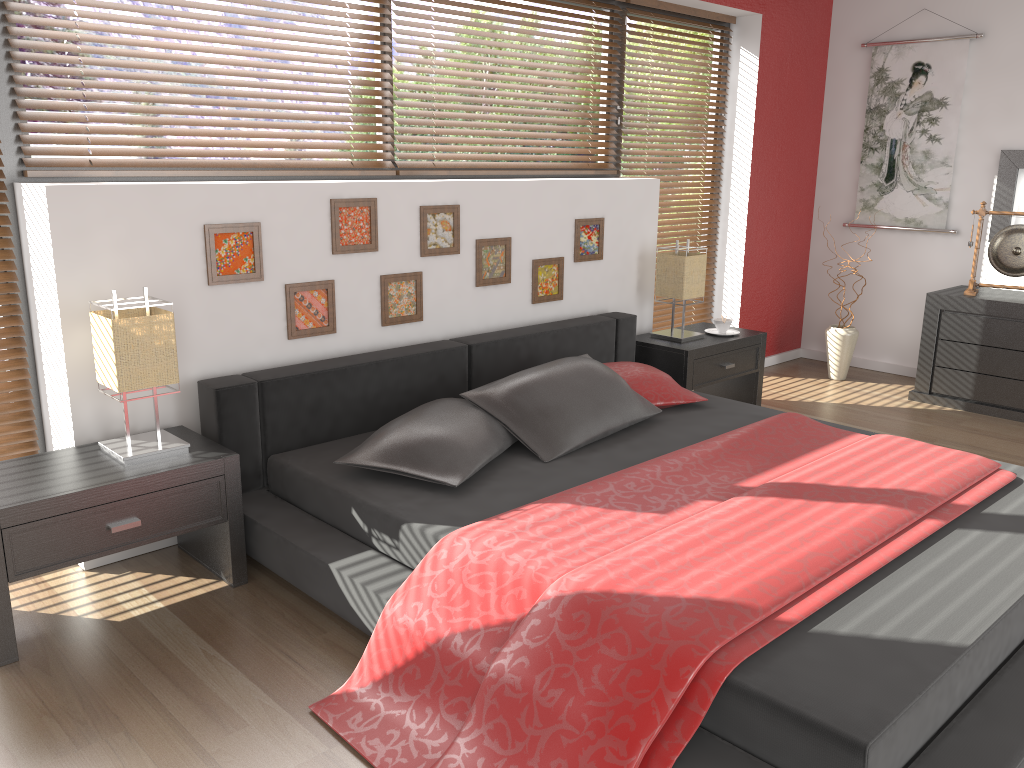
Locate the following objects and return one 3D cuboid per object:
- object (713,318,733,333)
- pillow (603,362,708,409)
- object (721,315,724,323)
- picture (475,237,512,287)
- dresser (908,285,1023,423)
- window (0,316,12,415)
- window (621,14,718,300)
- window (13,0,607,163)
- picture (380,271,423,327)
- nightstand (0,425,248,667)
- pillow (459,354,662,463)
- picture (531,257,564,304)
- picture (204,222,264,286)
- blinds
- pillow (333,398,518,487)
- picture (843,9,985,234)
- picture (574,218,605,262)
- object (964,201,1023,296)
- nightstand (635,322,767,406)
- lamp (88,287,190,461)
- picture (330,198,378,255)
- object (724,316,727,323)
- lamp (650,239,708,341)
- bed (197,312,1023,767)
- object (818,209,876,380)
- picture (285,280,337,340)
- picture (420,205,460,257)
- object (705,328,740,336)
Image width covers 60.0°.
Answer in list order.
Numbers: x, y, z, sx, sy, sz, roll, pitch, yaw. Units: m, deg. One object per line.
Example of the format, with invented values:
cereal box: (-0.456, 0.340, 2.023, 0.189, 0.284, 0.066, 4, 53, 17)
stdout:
object: (1.092, -0.300, 4.598, 0.099, 0.069, 0.099, -4, 15, -18)
pillow: (0.395, 0.014, 3.671, 0.745, 0.172, 0.418, -6, 16, -24)
object: (1.091, -0.338, 4.595, 0.007, 0.007, 0.192, 3, 14, 10)
picture: (-0.079, -0.526, 3.814, 0.200, 0.200, 0.010, -13, 19, -42)
dresser: (3.030, -0.088, 4.495, 0.540, 0.608, 1.740, -13, 19, -42)
window: (-1.951, -0.464, 2.491, 0.889, 1.893, 0.020, -13, 19, -42)
window: (0.874, -1.095, 5.107, 0.889, 1.893, 0.020, -13, 19, -42)
window: (-0.530, -1.306, 3.667, 2.817, 0.786, 0.020, -13, 19, -42)
picture: (-0.435, -0.338, 3.512, 0.200, 0.200, 0.010, -13, 19, -42)
nightstand: (-1.205, 0.436, 2.608, 0.700, 0.423, 0.413, -13, 19, -42)
pillow: (0.203, 0.055, 3.293, 0.386, 0.241, 0.744, 13, 19, 40)
picture: (0.165, -0.476, 4.067, 0.200, 0.200, 0.010, -13, 19, -42)
picture: (-0.936, -0.440, 2.992, 0.200, 0.200, 0.010, -13, 19, -42)
blinds: (-0.493, -0.732, 3.759, 4.840, 1.952, 0.032, -13, 19, -42)
pillow: (-0.228, 0.172, 3.022, 0.418, 0.172, 0.745, 6, 15, 21)
picture: (2.374, -1.557, 5.285, 0.028, 1.270, 0.701, -13, 19, -42)
picture: (0.367, -0.684, 4.211, 0.200, 0.200, 0.010, -13, 19, -42)
object: (2.674, -0.709, 4.694, 0.490, 0.498, 0.173, 9, 17, 30)
nightstand: (0.950, -0.045, 4.604, 0.700, 0.423, 0.413, -13, 19, -42)
lamp: (-1.112, -0.045, 2.630, 0.200, 0.480, 0.200, -13, 19, -42)
picture: (-0.585, -0.588, 3.298, 0.200, 0.200, 0.010, -13, 19, -42)
object: (1.101, -0.333, 4.575, 0.007, 0.007, 0.192, 5, 15, 15)
lamp: (0.841, -0.481, 4.439, 0.200, 0.480, 0.200, -13, 19, -42)
bed: (0.459, 0.330, 2.792, 2.469, 0.577, 2.413, -13, 19, -42)
object: (1.967, -0.527, 5.307, 0.364, 1.035, 0.422, 6, 15, 21)
picture: (-0.732, -0.272, 3.237, 0.200, 0.200, 0.010, -13, 19, -42)
picture: (-0.289, -0.620, 3.581, 0.200, 0.200, 0.010, -13, 19, -42)
object: (1.091, -0.268, 4.606, 0.179, 0.012, 0.179, -4, 15, -18)
